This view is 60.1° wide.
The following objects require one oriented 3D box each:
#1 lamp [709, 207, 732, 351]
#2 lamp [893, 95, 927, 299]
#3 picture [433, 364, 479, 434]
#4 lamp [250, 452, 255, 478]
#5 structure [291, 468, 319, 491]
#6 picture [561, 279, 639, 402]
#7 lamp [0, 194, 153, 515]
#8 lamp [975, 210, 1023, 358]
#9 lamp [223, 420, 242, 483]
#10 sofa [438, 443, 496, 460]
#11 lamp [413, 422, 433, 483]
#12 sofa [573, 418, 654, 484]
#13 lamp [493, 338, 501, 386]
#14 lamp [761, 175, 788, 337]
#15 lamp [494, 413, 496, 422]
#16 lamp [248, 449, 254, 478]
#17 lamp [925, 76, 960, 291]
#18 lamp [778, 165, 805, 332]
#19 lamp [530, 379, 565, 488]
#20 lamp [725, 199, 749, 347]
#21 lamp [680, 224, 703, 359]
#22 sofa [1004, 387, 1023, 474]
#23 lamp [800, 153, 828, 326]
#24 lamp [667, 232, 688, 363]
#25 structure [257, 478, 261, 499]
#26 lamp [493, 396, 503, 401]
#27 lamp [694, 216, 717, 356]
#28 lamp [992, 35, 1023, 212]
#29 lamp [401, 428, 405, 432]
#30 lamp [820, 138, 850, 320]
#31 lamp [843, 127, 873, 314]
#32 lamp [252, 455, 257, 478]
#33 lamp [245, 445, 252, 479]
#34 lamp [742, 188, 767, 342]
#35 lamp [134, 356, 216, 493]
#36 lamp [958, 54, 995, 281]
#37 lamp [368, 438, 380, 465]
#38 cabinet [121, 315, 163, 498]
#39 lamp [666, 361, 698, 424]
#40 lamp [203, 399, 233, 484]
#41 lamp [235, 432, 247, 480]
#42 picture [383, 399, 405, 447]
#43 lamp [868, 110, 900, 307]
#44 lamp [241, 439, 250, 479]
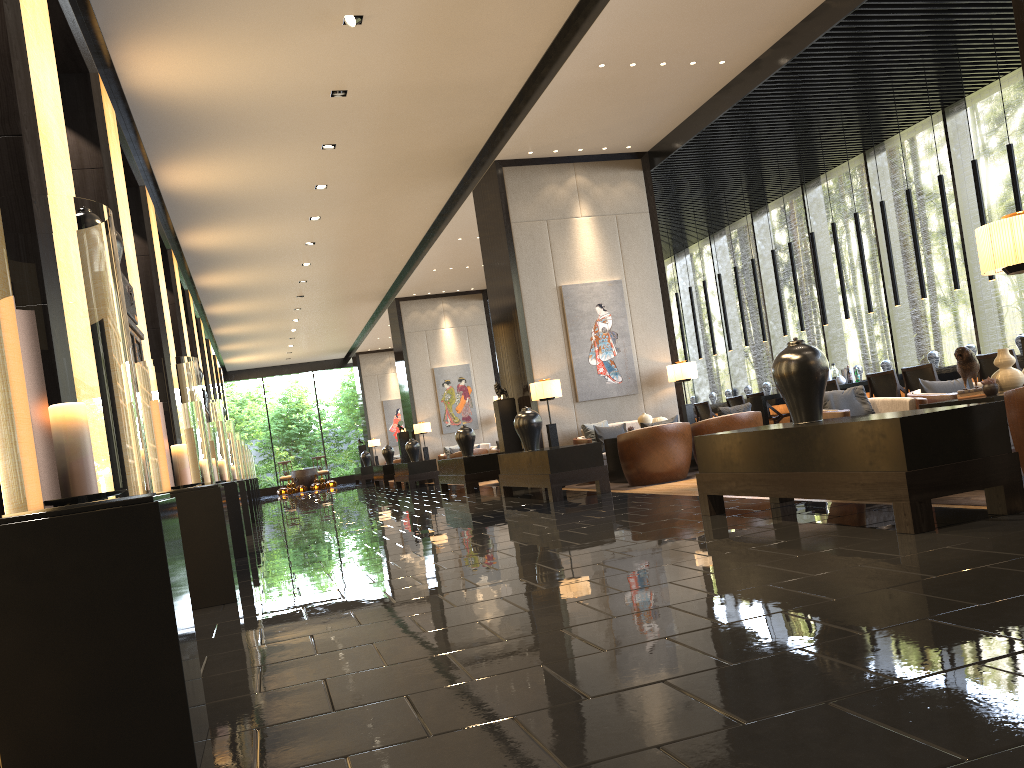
[{"bbox_3d":[3.367,-1.730,14.354,0.060,2.419,0.060,-8,0,-21],"label":"lamp"},{"bbox_3d":[4.541,-2.171,10.131,0.060,2.419,0.060,-8,0,-21],"label":"lamp"},{"bbox_3d":[-1.260,0.332,20.020,0.833,1.501,0.037,-8,0,-16],"label":"picture"},{"bbox_3d":[-7.407,2.291,24.785,0.336,0.729,0.337,-8,-1,-14],"label":"lamp"},{"bbox_3d":[-6.796,3.158,29.124,0.870,0.710,0.878,-7,-3,-28],"label":"structure"},{"bbox_3d":[1.133,-0.566,11.413,0.833,1.501,0.037,-8,0,-16],"label":"picture"},{"bbox_3d":[-1.131,-0.062,2.217,0.335,0.729,0.338,-8,-1,-43],"label":"lamp"},{"bbox_3d":[2.406,-0.105,4.019,0.376,1.350,0.373,-9,-1,32],"label":"lamp"},{"bbox_3d":[-3.477,0.818,10.651,0.335,0.729,0.338,-8,-1,-43],"label":"lamp"},{"bbox_3d":[-0.914,1.701,19.599,1.445,0.693,0.605,-8,-2,-16],"label":"sofa"},{"bbox_3d":[-1.893,1.506,19.478,0.375,1.350,0.375,-8,0,3],"label":"lamp"},{"bbox_3d":[1.461,0.811,11.058,1.445,0.693,0.605,-8,-2,-16],"label":"sofa"},{"bbox_3d":[-0.422,-0.310,27.977,0.060,2.419,0.060,-9,0,39],"label":"lamp"},{"bbox_3d":[3.790,-1.889,12.832,0.060,2.419,0.060,-8,0,-21],"label":"lamp"},{"bbox_3d":[-0.120,1.276,19.983,0.375,1.350,0.375,-8,0,3],"label":"lamp"},{"bbox_3d":[-6.621,1.996,21.958,0.336,0.729,0.337,-8,-1,-14],"label":"lamp"},{"bbox_3d":[4.675,-2.221,9.648,0.060,2.419,0.060,-8,0,-11],"label":"lamp"},{"bbox_3d":[3.905,-1.932,12.417,0.060,2.419,0.060,-8,0,-21],"label":"lamp"},{"bbox_3d":[0.497,0.612,10.885,0.376,1.347,0.373,-9,-1,35],"label":"lamp"},{"bbox_3d":[3.504,-1.782,13.859,0.060,2.419,0.060,-8,0,-21],"label":"lamp"},{"bbox_3d":[3.093,-1.628,15.337,0.060,2.419,0.060,-8,0,-21],"label":"lamp"},{"bbox_3d":[3.270,0.129,4.487,1.445,0.693,0.605,-8,-2,-16],"label":"sofa"},{"bbox_3d":[4.045,-1.985,11.914,0.060,2.419,0.060,-8,0,-21],"label":"lamp"},{"bbox_3d":[2.953,-1.575,15.842,0.060,2.419,0.060,-8,0,-21],"label":"lamp"},{"bbox_3d":[-8.089,3.278,27.604,0.401,0.657,0.403,-8,-1,-16],"label":"structure"},{"bbox_3d":[0.015,0.808,12.626,0.376,1.318,0.373,-9,-1,28],"label":"lamp"},{"bbox_3d":[3.229,-1.679,14.848,0.060,2.419,0.060,-8,0,-21],"label":"lamp"},{"bbox_3d":[4.925,-2.315,8.751,0.060,2.419,0.060,-8,0,-11],"label":"lamp"},{"bbox_3d":[-2.377,1.688,21.219,0.375,1.350,0.375,-8,0,3],"label":"lamp"},{"bbox_3d":[4.170,-2.032,11.466,0.060,2.419,0.060,-8,0,-21],"label":"lamp"},{"bbox_3d":[4.292,-2.077,11.027,0.060,2.419,0.060,-8,0,-21],"label":"lamp"},{"bbox_3d":[-8.194,2.586,27.611,0.335,0.729,0.338,-8,-1,-29],"label":"lamp"},{"bbox_3d":[-5.835,1.702,19.131,0.336,0.729,0.337,-8,-1,-14],"label":"lamp"},{"bbox_3d":[3.642,-1.834,13.363,0.060,2.419,0.060,-8,0,-21],"label":"lamp"},{"bbox_3d":[-1.917,0.233,5.043,0.336,0.729,0.337,-8,-1,-7],"label":"lamp"},{"bbox_3d":[4.803,-2.269,9.188,0.060,2.419,0.060,-8,0,-21],"label":"lamp"},{"bbox_3d":[-4.301,2.409,28.135,0.375,1.350,0.374,-9,0,14],"label":"lamp"},{"bbox_3d":[-2.861,0.528,6.328,0.546,1.922,1.191,-8,-1,-16],"label":"cabinet"},{"bbox_3d":[2.270,0.380,11.390,0.375,1.350,0.374,-9,0,14],"label":"lamp"},{"bbox_3d":[-2.691,0.523,7.825,0.335,0.729,0.338,-8,-1,-43],"label":"lamp"},{"bbox_3d":[-4.263,1.112,13.478,0.336,0.729,0.337,-8,-1,-11],"label":"lamp"},{"bbox_3d":[-3.672,1.236,28.692,0.833,1.501,0.037,-8,0,-16],"label":"picture"},{"bbox_3d":[4.422,-2.126,10.560,0.060,2.419,0.060,-8,0,-21],"label":"lamp"},{"bbox_3d":[-5.049,1.407,16.305,0.336,0.729,0.337,-8,-1,-14],"label":"lamp"}]
